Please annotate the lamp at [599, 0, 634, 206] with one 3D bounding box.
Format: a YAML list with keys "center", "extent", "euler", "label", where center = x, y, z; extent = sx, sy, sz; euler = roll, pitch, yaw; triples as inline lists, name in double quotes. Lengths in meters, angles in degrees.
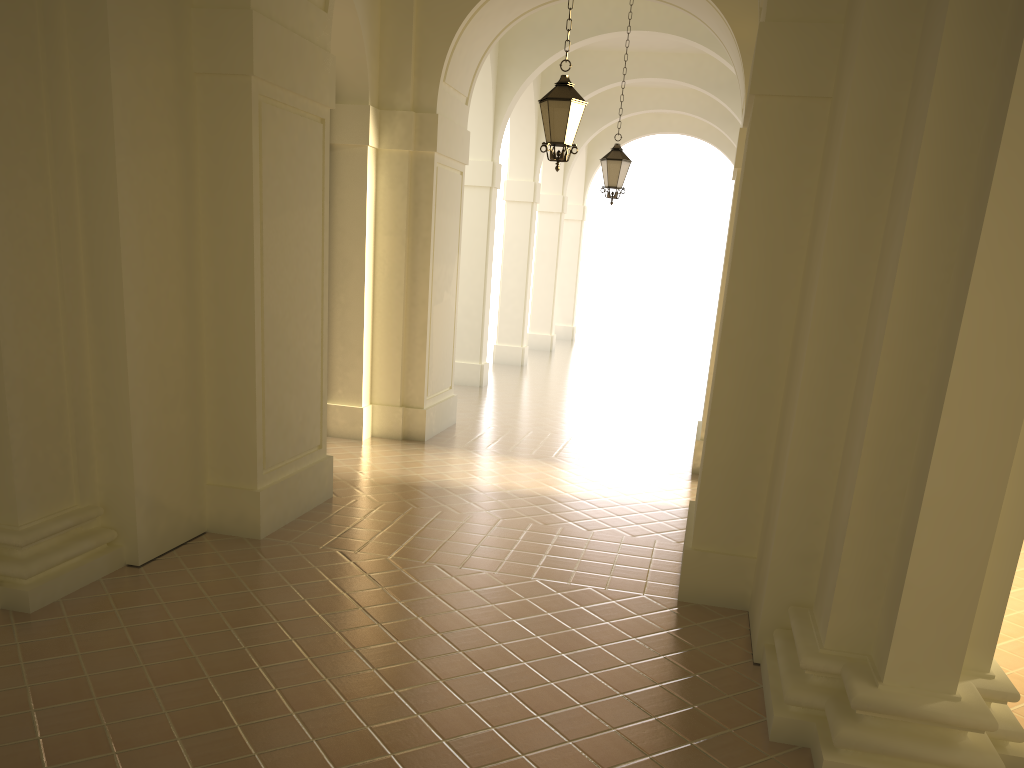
- center: [1.671, -4.437, 13.180]
  extent: [0.508, 3.454, 0.425]
  euler: [7, 17, 11]
  label: "lamp"

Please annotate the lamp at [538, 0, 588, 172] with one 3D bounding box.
- center: [0.579, -3.813, 8.445]
  extent: [0.442, 3.454, 0.489]
  euler: [-1, 17, -18]
  label: "lamp"
